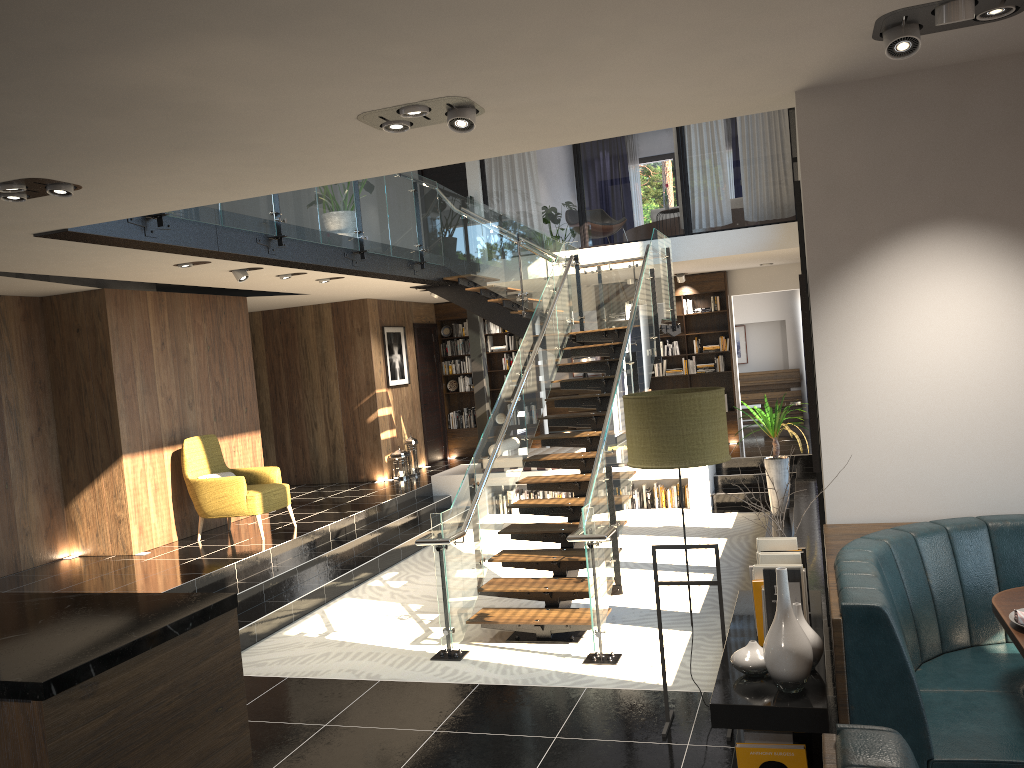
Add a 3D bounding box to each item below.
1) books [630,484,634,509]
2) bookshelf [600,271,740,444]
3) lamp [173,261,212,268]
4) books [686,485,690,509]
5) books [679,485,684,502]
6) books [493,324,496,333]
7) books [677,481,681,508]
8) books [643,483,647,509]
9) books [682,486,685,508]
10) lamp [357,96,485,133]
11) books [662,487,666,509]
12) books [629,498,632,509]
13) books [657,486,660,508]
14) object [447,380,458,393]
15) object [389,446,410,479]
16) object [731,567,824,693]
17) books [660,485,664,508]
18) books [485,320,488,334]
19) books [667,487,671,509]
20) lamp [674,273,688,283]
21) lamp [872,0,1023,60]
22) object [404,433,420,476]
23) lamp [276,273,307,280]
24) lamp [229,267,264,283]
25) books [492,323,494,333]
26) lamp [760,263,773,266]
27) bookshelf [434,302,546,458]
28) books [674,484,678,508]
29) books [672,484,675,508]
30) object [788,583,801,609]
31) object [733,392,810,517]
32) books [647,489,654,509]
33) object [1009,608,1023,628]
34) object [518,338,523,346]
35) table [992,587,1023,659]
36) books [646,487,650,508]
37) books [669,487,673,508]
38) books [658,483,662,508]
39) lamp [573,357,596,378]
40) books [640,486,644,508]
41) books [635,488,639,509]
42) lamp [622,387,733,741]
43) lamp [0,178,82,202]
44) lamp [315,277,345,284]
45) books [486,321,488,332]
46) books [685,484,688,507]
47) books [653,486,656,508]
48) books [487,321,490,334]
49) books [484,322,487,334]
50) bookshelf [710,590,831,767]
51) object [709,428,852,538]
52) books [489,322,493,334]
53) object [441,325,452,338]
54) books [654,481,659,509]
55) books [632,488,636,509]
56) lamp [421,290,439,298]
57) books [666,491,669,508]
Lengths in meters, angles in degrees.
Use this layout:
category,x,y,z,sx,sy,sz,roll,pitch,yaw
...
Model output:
category,x,y,z,sx,sy,sz,roll,pitch,yaw
books,1.595,1.479,11.705,0.033,0.318,0.152,-4,2,19
bookshelf,2.481,-0.342,14.226,2.091,2.684,0.273,-4,3,19
lamp,-2.753,-1.090,7.621,0.346,0.158,0.195,-4,2,19
books,2.291,1.452,11.439,0.037,0.264,0.271,-4,2,19
books,2.205,1.453,11.488,0.030,0.273,0.185,-4,2,19
books,-0.269,-0.968,15.111,0.027,0.208,0.202,-4,2,19
books,2.172,1.428,11.509,0.042,0.329,0.205,-4,2,19
books,1.759,1.469,11.650,0.027,0.312,0.189,-4,2,19
books,2.233,1.460,11.492,0.019,0.255,0.180,-4,2,19
lamp,-0.382,-1.165,3.710,0.502,0.231,0.349,-4,2,19
books,1.986,1.483,11.544,0.025,0.249,0.208,-4,2,19
books,1.571,1.524,11.721,0.028,0.231,0.158,-4,2,19
books,1.925,1.471,11.587,0.023,0.283,0.175,-4,2,19
object,-1.029,0.036,15.407,0.212,0.222,0.082,-4,3,19
object,-1.668,1.163,13.239,0.262,0.484,0.262,-4,2,19
object,0.907,0.791,2.960,0.319,0.398,0.316,-5,2,-5
books,1.968,1.466,11.573,0.025,0.285,0.164,-4,2,19
books,-0.391,-0.973,15.132,0.033,0.237,0.231,-4,2,19
books,2.052,1.480,11.523,0.024,0.246,0.211,-4,2,19
lamp,2.606,-1.693,13.674,0.195,0.277,0.346,-4,2,19
lamp,1.518,-1.307,3.070,0.502,0.249,0.349,-4,2,19
object,-1.508,1.063,13.421,0.182,0.643,0.182,-4,3,19
lamp,-2.265,-1.168,9.090,0.346,0.177,0.195,-4,2,19
lamp,-2.505,-1.089,8.358,0.346,0.247,0.195,-4,2,19
books,-0.296,-0.970,15.102,0.019,0.216,0.214,-4,2,19
lamp,3.803,-1.847,13.266,0.195,0.158,0.346,-4,2,19
bookshelf,-0.378,-0.115,15.190,1.704,2.684,0.273,-4,3,19
books,2.136,1.453,11.507,0.028,0.285,0.210,-4,2,19
books,2.111,1.455,11.536,0.039,0.284,0.199,-4,2,19
object,1.009,0.837,3.156,0.047,0.262,0.020,-4,3,19
object,2.903,0.791,9.812,0.876,1.339,0.829,-5,2,8
books,1.813,1.507,11.616,0.032,0.229,0.228,-4,2,19
object,1.696,0.732,2.749,0.269,0.051,0.324,-4,2,22
object,0.206,-0.696,14.924,0.212,0.222,0.082,-4,3,19
table,2.351,1.034,2.644,1.539,0.661,0.822,-4,2,19
books,1.793,1.494,11.654,0.030,0.257,0.160,-4,2,19
books,2.075,1.477,11.521,0.021,0.248,0.197,-4,2,19
books,1.946,1.459,11.583,0.021,0.302,0.167,-4,2,19
lamp,1.492,-0.332,18.148,0.470,0.726,0.469,-5,2,11
books,1.720,1.481,11.678,0.066,0.294,0.142,-4,2,19
books,1.651,1.506,11.672,0.019,0.256,0.186,-4,2,19
lamp,0.815,0.743,3.856,0.437,1.446,0.636,-3,3,44
lamp,-2.424,-1.021,4.397,0.502,0.195,0.349,-5,2,19
lamp,-2.021,-1.212,9.825,0.346,0.177,0.195,-4,2,19
books,-0.375,-0.970,15.105,0.014,0.231,0.279,-4,2,19
books,2.263,1.441,11.487,0.043,0.287,0.147,-4,2,19
books,1.883,1.473,11.626,0.027,0.284,0.176,-4,2,19
books,-0.364,-0.975,15.096,0.013,0.239,0.255,-4,2,19
books,-0.419,-0.954,15.130,0.021,0.204,0.224,-4,2,19
bookshelf,1.025,1.218,3.400,0.356,0.500,1.303,-4,2,19
object,1.085,0.576,3.785,0.607,0.745,0.406,-6,2,-21
books,-0.329,-0.996,15.057,0.011,0.276,0.287,-4,2,19
object,-1.134,-0.904,15.347,0.212,0.222,0.082,-4,3,19
books,1.896,1.447,11.585,0.028,0.334,0.205,-4,2,19
books,1.625,1.510,11.681,0.036,0.253,0.177,-4,2,19
lamp,-1.136,-1.328,12.473,0.346,0.263,0.195,-4,2,19
books,2.042,1.495,11.562,0.022,0.216,0.137,-4,2,19
